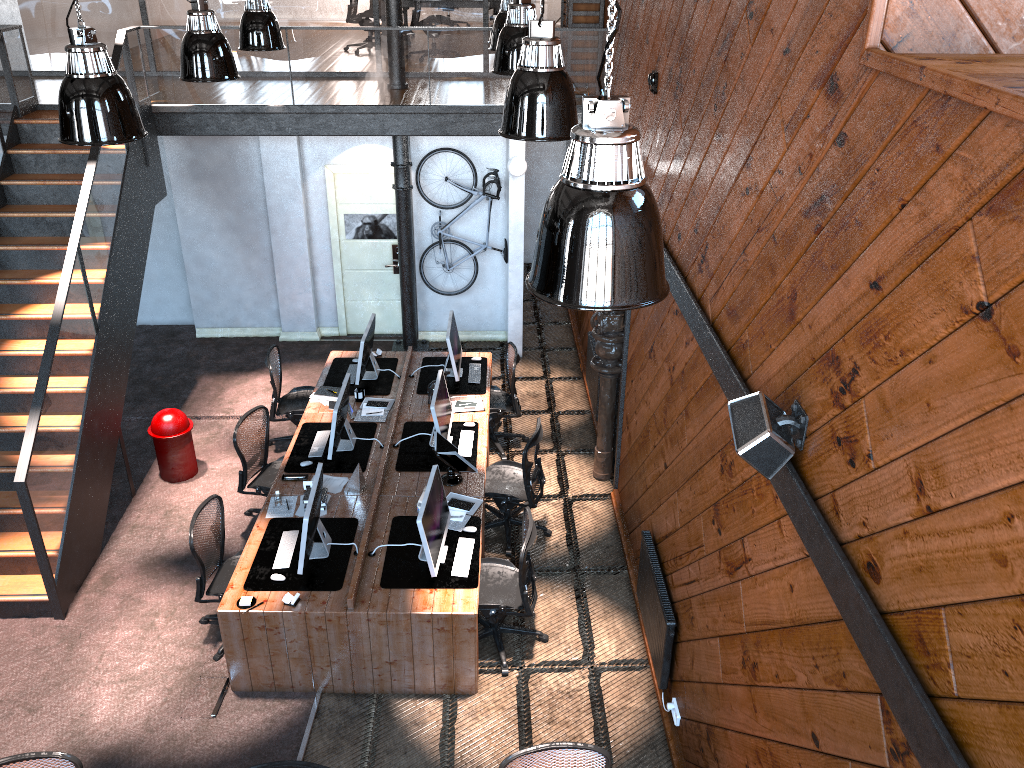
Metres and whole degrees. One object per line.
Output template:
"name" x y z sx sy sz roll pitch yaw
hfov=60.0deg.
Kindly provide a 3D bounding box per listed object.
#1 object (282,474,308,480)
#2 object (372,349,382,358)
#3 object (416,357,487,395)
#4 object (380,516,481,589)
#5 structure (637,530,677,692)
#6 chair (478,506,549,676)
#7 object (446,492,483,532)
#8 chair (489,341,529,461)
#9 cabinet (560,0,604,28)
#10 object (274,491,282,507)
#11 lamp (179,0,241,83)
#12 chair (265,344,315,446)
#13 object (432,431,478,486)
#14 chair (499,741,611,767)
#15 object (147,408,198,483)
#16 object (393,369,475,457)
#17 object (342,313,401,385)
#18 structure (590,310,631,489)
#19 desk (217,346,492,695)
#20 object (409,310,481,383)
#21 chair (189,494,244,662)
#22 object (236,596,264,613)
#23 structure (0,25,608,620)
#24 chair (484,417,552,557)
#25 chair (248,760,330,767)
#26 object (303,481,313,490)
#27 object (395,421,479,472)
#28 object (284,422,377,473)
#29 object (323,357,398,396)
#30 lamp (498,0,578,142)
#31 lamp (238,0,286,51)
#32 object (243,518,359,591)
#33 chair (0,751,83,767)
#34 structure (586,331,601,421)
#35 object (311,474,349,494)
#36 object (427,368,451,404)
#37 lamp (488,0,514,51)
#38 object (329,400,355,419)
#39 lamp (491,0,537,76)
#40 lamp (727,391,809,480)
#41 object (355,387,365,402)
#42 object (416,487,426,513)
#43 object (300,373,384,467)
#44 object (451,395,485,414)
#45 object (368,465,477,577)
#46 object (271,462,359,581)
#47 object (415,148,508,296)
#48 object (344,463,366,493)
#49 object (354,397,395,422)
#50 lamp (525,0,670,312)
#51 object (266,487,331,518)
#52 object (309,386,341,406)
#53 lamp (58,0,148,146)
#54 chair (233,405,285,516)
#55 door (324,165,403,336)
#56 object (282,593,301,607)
"object" -1.801 0.771 7.361 0.215 0.031 0.089 0 27 -2
"object" -1.449 -0.333 9.479 0.106 0.063 0.082 -15 31 -28
"object" -0.602 -0.092 9.086 0.687 0.008 0.848 0 27 -1
"object" -0.580 1.224 6.525 0.687 0.008 0.848 0 27 -1
"structure" 1.019 1.613 6.330 0.073 0.628 1.064 0 27 -2
"chair" -0.118 1.474 6.508 0.792 1.085 0.770 -6 28 -12
"object" -0.447 0.994 6.947 0.304 0.017 0.467 10 29 19
"chair" -0.208 0.156 9.070 0.792 1.085 0.770 -11 29 -21
"cabinet" 0.739 -3.742 9.601 0.365 1.081 0.957 0 27 -2
"object" -1.866 0.903 7.066 0.054 0.064 0.159 -6 28 -13
"lamp" -2.299 -3.393 6.240 0.445 2.372 0.445 -20 34 -35
"chair" -2.172 0.142 9.064 0.792 1.085 0.770 -11 29 -21
"object" -0.499 0.624 7.277 0.304 0.380 0.417 -14 30 -26
"chair" 0.274 2.451 4.612 0.770 1.085 0.792 -11 29 -21
"object" -3.281 0.570 8.601 0.414 0.707 0.414 24 35 38
"object" -0.566 0.286 7.758 0.642 0.578 0.772 25 36 38
"object" -1.503 -0.331 8.947 0.586 0.581 0.692 -23 35 -38
"structure" 0.984 -0.352 8.293 0.500 2.745 1.003 2 27 3
"desk" -1.102 0.881 7.912 1.748 0.840 4.117 1 27 0
"object" -0.553 -0.345 8.985 0.648 0.576 0.799 24 35 38
"chair" -2.020 1.385 6.647 0.792 1.085 0.770 -6 28 -12
"object" -1.790 1.472 5.999 0.158 0.026 0.154 -24 36 -39
"structure" -4.003 -0.948 8.704 10.620 4.603 5.793 0 27 -2
"chair" -0.036 0.842 7.739 0.792 1.085 0.770 -1 27 -3
"chair" -1.079 2.502 4.491 0.770 1.085 0.792 -6 28 -12
"object" -1.648 0.828 7.178 0.076 0.102 0.034 0 27 -1
"object" -0.648 0.544 7.848 0.687 0.008 0.848 0 27 -1
"object" -1.581 0.551 7.817 0.687 0.008 0.848 0 27 -1
"object" -1.545 -0.084 9.055 0.687 0.008 0.848 0 27 -1
"lamp" 0.157 -2.398 4.208 0.445 2.372 0.445 5 28 9
"lamp" -2.370 -4.252 7.910 0.445 2.372 0.445 -2 27 -4
"object" -1.523 1.232 6.493 0.687 0.008 0.848 0 27 -1
"chair" -2.415 2.471 4.528 0.770 1.085 0.792 -16 32 -29
"structure" 0.897 -0.072 9.608 0.073 0.628 1.064 0 27 -2
"object" -1.521 0.818 7.303 0.315 0.002 0.246 7 28 12
"object" -0.700 0.012 8.509 0.229 0.351 0.135 -1 27 -4
"lamp" 0.012 -4.270 7.986 0.445 2.372 0.445 -20 34 -35
"object" -1.579 0.224 8.370 0.347 0.083 0.129 19 33 32
"lamp" 0.078 -3.425 6.201 0.445 2.372 0.445 19 32 31
"lamp" 1.017 0.195 3.621 0.283 0.287 0.328 -1 27 -2
"object" -1.473 0.099 8.569 0.078 0.138 0.099 8 28 13
"object" -0.671 0.923 7.017 0.128 0.146 0.253 6 28 10
"object" -1.570 0.327 7.660 0.735 0.576 0.654 -23 36 -38
"object" -0.425 0.192 8.481 0.316 0.060 0.229 -4 27 -8
"object" -0.539 1.016 6.339 0.811 0.578 0.663 -18 33 -32
"object" -1.406 0.989 6.370 0.610 0.573 0.714 -1 27 -3
"object" -0.572 -1.920 10.734 1.022 1.846 0.655 -12 30 -24
"object" -1.279 0.720 7.151 0.165 0.320 0.178 4 27 6
"object" -1.304 0.236 8.406 0.304 0.017 0.467 3 27 5
"lamp" 0.274 -1.364 2.224 0.445 2.372 0.445 -2 27 -4
"object" -1.687 0.918 7.001 0.478 0.098 0.319 -1 27 -3
"object" -1.800 0.098 8.631 0.363 0.065 0.325 11 29 20
"lamp" -2.226 -2.404 4.317 0.445 2.372 0.445 10 29 18
"chair" -2.059 0.764 7.855 0.792 1.085 0.770 -1 27 -3
"door" -1.770 -1.649 11.263 1.013 2.268 0.064 0 27 -2
"object" -1.496 1.451 6.006 0.106 0.063 0.082 8 28 13
